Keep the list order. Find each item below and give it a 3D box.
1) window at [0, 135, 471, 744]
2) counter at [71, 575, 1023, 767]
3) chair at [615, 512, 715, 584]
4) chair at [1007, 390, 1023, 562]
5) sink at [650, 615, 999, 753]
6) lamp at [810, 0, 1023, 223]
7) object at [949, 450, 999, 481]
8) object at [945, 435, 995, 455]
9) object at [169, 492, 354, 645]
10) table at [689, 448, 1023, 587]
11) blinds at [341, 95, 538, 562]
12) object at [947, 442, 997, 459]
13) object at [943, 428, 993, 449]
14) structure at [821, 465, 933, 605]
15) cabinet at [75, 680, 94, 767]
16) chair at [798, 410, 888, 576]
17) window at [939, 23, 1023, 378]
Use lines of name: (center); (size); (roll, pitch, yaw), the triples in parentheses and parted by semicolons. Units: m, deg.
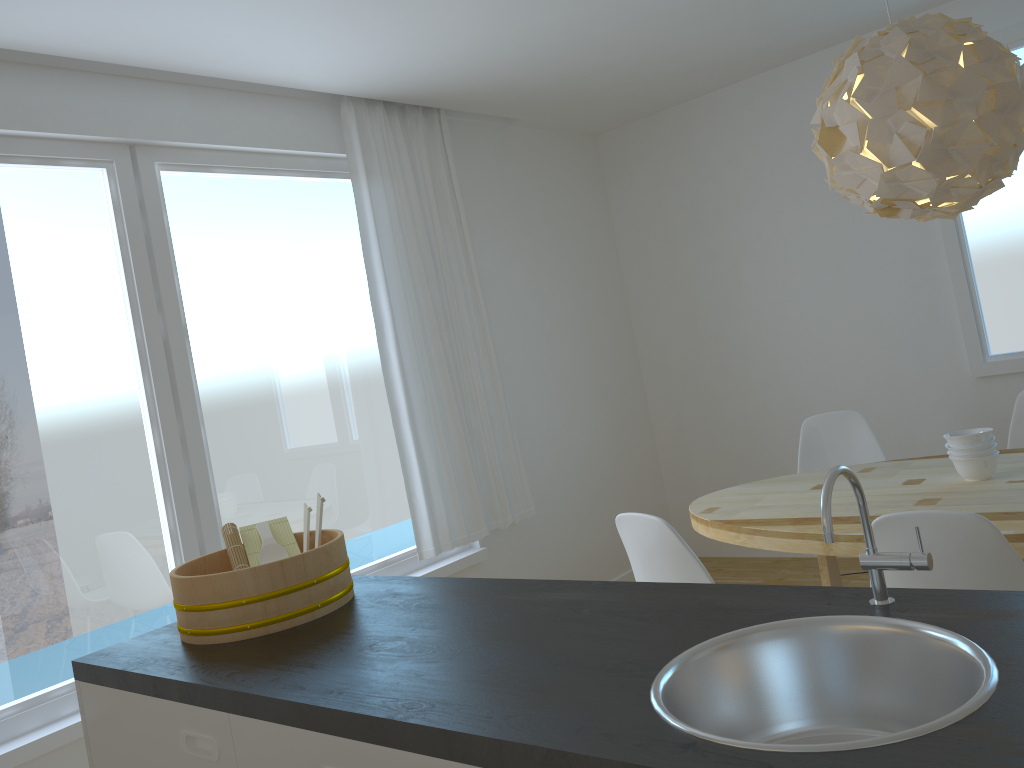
window: (-1.283, 0.048, 3.319); (0.088, 1.921, 2.741); (-13, -1, 41)
counter: (0.162, 0.411, 1.317); (2.386, 0.040, 0.604); (-9, 2, 41)
chair: (0.664, 0.769, 2.653); (0.525, 0.903, 0.427); (-10, -2, -29)
chair: (2.097, 0.479, 3.357); (0.427, 0.903, 0.526); (-12, -2, 41)
sink: (0.384, 0.429, 1.086); (0.404, 0.157, 0.403); (-11, 1, -8)
lamp: (1.246, -1.065, 2.815); (0.635, 1.137, 0.650); (-12, -2, 40)
object: (1.538, 0.273, 2.932); (0.152, 0.083, 0.151); (-11, 1, -10)
object: (1.524, 0.227, 2.932); (0.151, 0.096, 0.151); (-11, 1, -33)
object: (-0.564, 0.403, 1.982); (0.380, 0.214, 0.428); (-11, 1, -21)
table: (1.622, 0.672, 2.787); (2.177, 0.726, 1.200); (-10, 1, 39)
blinds: (-0.330, -0.341, 4.203); (0.149, 2.164, 0.798); (-13, -2, 41)
object: (1.530, 0.251, 2.932); (0.151, 0.093, 0.151); (-11, 0, -10)
object: (1.519, 0.200, 2.935); (0.152, 0.087, 0.151); (-11, 1, -21)
structure: (0.504, 0.218, 1.233); (0.096, 0.215, 0.163); (-12, -1, 41)
cabinet: (0.250, 0.878, 1.300); (2.386, 0.911, 0.603); (-10, 0, 41)
chair: (1.458, 0.590, 3.751); (0.428, 0.903, 0.524); (-11, -1, 16)
window: (2.079, -0.520, 2.823); (1.868, 2.057, 2.562); (-11, 0, 41)
